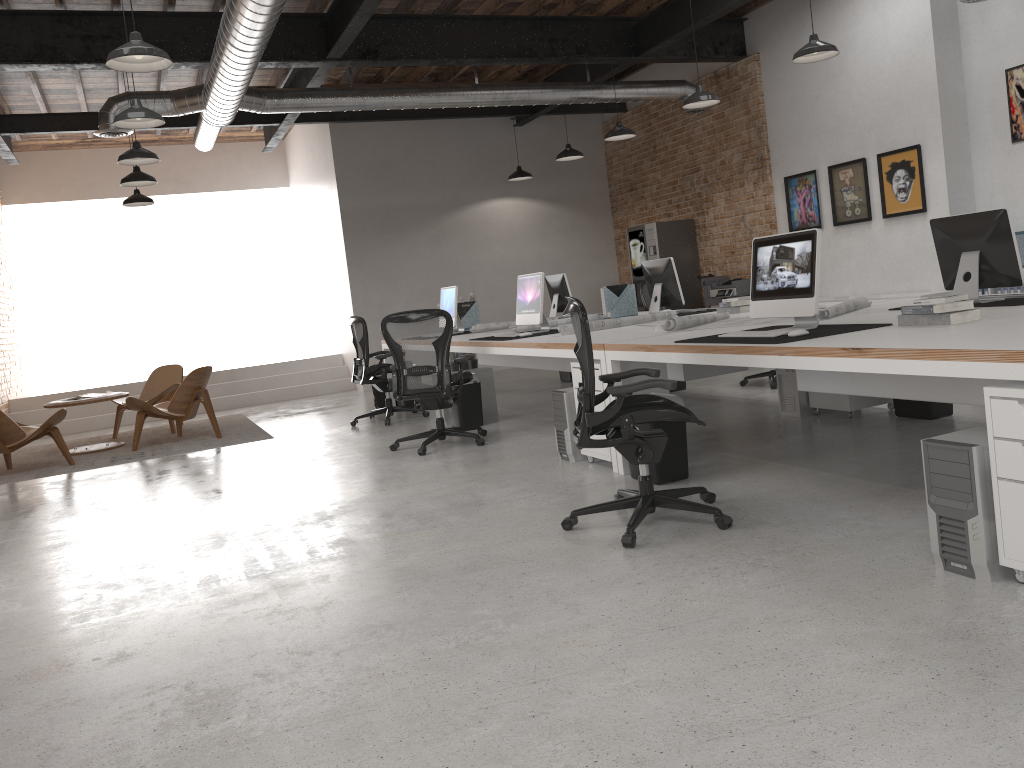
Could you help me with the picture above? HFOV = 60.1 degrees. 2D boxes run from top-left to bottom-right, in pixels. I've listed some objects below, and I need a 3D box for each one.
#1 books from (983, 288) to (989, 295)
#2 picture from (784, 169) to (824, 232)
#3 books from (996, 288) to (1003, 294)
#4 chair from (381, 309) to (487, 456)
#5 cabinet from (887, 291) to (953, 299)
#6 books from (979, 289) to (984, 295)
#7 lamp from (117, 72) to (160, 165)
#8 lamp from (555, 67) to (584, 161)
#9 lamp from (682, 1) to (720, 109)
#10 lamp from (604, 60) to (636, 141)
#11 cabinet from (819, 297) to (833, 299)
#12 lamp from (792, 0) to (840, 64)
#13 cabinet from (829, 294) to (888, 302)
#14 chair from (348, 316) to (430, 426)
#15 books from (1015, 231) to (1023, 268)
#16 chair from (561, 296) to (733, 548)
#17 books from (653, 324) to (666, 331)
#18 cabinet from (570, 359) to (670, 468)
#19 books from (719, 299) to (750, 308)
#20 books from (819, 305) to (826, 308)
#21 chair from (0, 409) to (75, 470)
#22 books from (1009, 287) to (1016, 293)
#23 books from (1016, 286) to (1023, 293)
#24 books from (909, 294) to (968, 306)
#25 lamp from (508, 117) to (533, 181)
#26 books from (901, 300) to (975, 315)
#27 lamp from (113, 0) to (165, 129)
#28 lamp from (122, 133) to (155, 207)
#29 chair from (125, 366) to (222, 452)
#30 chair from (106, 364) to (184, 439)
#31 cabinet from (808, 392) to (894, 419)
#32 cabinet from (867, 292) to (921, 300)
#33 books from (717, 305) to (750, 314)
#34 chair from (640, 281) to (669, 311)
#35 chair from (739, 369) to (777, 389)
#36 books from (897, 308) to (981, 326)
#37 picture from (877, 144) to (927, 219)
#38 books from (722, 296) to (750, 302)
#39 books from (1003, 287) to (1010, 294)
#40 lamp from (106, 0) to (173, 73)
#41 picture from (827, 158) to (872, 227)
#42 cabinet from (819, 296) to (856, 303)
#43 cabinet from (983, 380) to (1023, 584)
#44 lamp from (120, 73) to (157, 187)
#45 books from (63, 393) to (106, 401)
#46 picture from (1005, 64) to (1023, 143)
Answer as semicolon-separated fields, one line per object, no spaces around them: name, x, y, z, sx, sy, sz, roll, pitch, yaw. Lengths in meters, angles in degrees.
books;4.410;-0.806;8.074;0.232;0.260;0.062;-9;4;-23
picture;3.300;-2.057;10.026;0.042;0.651;0.525;-8;4;-22
books;4.469;-0.803;7.970;0.232;0.260;0.062;-9;4;-23
chair;-0.645;-0.050;6.946;0.770;1.082;0.795;-7;4;1
cabinet;3.933;-0.537;8.445;0.461;0.646;0.388;-9;4;-23
books;4.385;-0.810;8.134;0.232;0.260;0.062;-9;4;-23
lamp;-3.424;-2.433;7.985;0.361;0.854;0.363;-3;5;45
lamp;0.643;-3.499;11.071;0.361;1.359;0.363;-4;5;45
lamp;1.738;-3.360;8.480;0.362;1.359;0.363;-7;3;-5
lamp;1.165;-3.187;9.922;0.361;0.854;0.363;-3;5;45
cabinet;3.325;-0.614;9.884;0.461;0.646;0.388;-9;4;-23
lamp;2.376;-3.033;7.055;0.362;0.854;0.363;-7;4;-5
cabinet;3.627;-0.575;9.163;0.461;0.646;0.388;-9;4;-23
chair;-1.302;-0.175;8.897;0.796;1.082;0.769;-10;5;-39
books;4.430;-1.203;8.089;0.321;0.327;0.497;-9;5;-22
chair;0.567;0.100;4.117;0.793;1.082;0.772;-8;4;-14
books;1.039;-0.382;5.891;0.200;0.024;0.236;-6;6;11
cabinet;0.692;0.159;5.518;0.461;0.646;0.388;-9;4;-23
books;1.718;-0.617;6.774;0.193;0.044;0.258;-7;6;-5
books;2.025;-0.519;6.090;0.243;0.019;0.206;-5;6;15
chair;-4.683;0.463;8.287;0.871;0.750;0.855;-11;6;-41
books;4.519;-0.796;7.852;0.232;0.260;0.062;-9;4;-23
books;4.544;-0.793;7.792;0.232;0.260;0.062;-9;4;-23
books;1.895;-0.373;3.931;0.153;0.030;0.185;-10;6;-24
lamp;0.067;-3.326;12.519;0.361;0.854;0.363;-3;5;45
books;1.884;-0.340;3.927;0.193;0.044;0.258;-7;6;-5
lamp;-2.850;-2.606;6.543;0.362;1.359;0.363;-7;3;-5
lamp;-4.521;-2.572;10.582;0.361;0.854;0.363;-3;5;45
chair;-3.541;0.239;9.115;0.866;0.750;0.860;-2;6;44
chair;-4.131;0.190;10.263;0.855;0.750;0.871;-2;7;44
cabinet;2.383;-0.119;6.230;0.461;0.646;0.388;-9;4;-23
cabinet;3.781;-0.556;8.804;0.461;0.646;0.388;-9;4;-23
books;1.739;-0.575;6.799;0.201;0.050;0.272;-10;6;-25
chair;1.486;-0.610;9.850;0.796;1.082;0.769;-10;5;-39
chair;2.487;-0.549;8.116;0.796;1.082;0.769;-10;5;-39
books;1.905;-0.297;3.952;0.201;0.050;0.272;-10;6;-25
picture;3.844;-1.988;8.739;0.042;0.651;0.525;-8;4;-22
books;1.729;-0.650;6.777;0.153;0.030;0.185;-10;6;-24
books;4.494;-0.800;7.912;0.232;0.260;0.062;-9;4;-23
lamp;-2.212;-2.279;5.118;0.362;0.854;0.363;-7;4;-5
picture;3.575;-2.022;9.375;0.042;0.651;0.525;-8;4;-22
cabinet;3.479;-0.595;9.524;0.461;0.646;0.388;-9;4;-23
cabinet;1.845;0.306;2.788;0.461;0.646;0.388;-9;4;-23
lamp;-3.945;-2.746;9.134;0.361;1.359;0.363;-4;5;45
books;-4.507;0.127;9.346;0.350;0.034;0.257;-7;6;3
picture;4.583;-2.488;7.741;0.018;0.660;0.533;-8;4;-22
